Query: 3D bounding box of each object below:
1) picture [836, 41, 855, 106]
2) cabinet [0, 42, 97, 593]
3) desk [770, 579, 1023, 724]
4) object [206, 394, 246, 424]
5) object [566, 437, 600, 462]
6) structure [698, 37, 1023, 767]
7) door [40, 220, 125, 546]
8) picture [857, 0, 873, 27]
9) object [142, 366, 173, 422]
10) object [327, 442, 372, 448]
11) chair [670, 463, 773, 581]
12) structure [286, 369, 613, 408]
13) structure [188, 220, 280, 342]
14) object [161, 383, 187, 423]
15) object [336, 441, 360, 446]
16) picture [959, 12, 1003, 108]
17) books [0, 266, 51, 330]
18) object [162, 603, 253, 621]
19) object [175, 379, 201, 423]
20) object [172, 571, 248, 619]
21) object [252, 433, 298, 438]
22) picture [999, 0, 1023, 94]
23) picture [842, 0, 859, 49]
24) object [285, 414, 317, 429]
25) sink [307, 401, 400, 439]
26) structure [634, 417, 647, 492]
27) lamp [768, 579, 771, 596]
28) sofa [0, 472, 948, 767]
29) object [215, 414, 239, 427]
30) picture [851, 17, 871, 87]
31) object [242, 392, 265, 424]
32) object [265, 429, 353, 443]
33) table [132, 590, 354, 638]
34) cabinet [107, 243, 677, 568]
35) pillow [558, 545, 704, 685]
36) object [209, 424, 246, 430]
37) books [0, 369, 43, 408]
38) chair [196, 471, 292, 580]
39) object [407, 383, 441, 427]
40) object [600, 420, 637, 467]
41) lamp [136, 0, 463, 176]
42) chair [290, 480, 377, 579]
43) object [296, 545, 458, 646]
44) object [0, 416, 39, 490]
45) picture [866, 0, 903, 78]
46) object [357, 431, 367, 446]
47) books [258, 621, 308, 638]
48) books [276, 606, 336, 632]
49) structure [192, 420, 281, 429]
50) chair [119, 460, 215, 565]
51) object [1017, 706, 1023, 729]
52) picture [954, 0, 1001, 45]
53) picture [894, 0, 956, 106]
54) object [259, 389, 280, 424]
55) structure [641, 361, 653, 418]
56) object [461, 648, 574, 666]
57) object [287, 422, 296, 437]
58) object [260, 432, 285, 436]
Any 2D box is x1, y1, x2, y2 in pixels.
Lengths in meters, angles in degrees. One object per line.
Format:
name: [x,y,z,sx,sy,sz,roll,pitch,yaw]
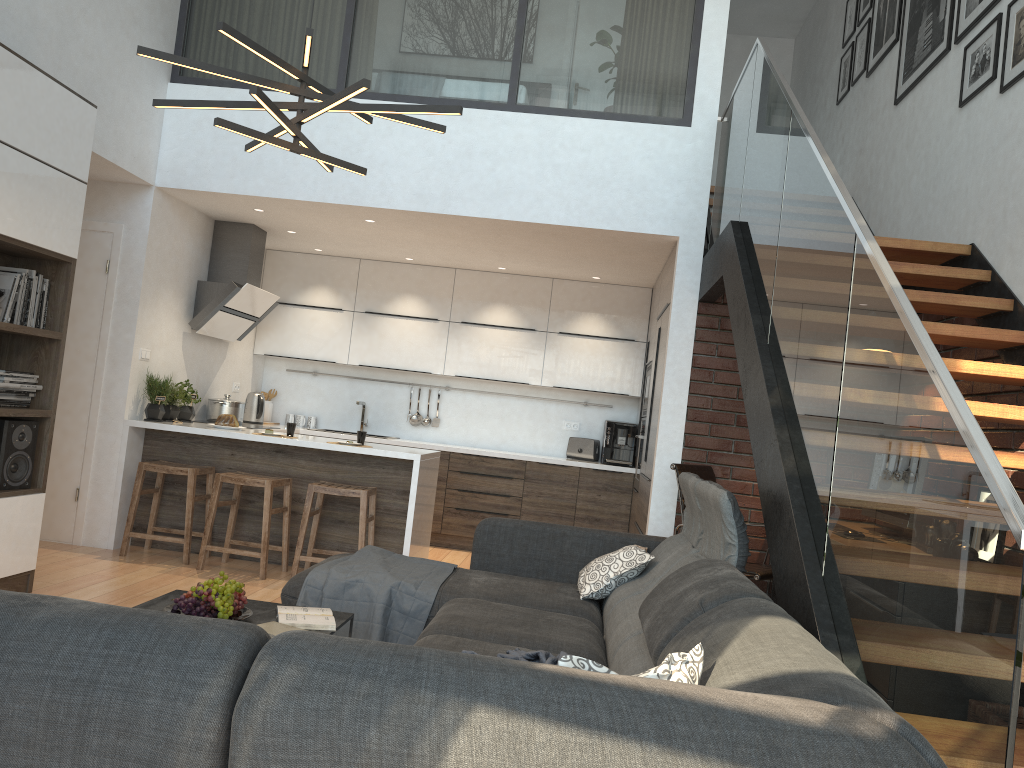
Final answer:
picture: [2.745,-2.551,7.296,0.025,0.410,0.333,6,-2,5]
cabinet: [-2.580,-0.303,2.512,0.338,2.494,4.036,6,-2,5]
desk: [1.778,1.145,4.324,0.610,0.750,2.182,6,-2,5]
object: [-2.265,0.192,7.026,0.315,0.223,0.288,9,-3,-44]
object: [0.629,0.574,7.817,0.260,0.195,0.177,5,-2,25]
structure: [1.638,-0.010,4.115,1.289,3.460,5.660,6,-2,5]
door: [-3.167,-0.050,5.865,0.974,2.136,0.085,6,-2,5]
picture: [2.768,-3.054,6.906,0.025,0.410,0.333,6,-2,5]
object: [-2.397,0.070,5.997,0.186,0.367,0.196,6,-2,5]
object: [-1.071,0.400,5.850,0.304,0.002,0.304,5,-3,37]
chair: [1.253,0.993,5.120,0.700,0.991,0.651,5,-3,39]
structure: [-0.588,0.039,8.041,3.000,0.045,0.050,6,-2,5]
structure: [-2.118,-0.841,6.932,0.407,0.998,0.898,6,-2,5]
object: [-2.382,0.123,6.212,0.221,0.283,0.211,6,-2,18]
object: [-1.070,0.390,5.808,0.176,0.014,0.176,6,-2,9]
picture: [2.417,-1.660,4.575,0.025,0.333,0.410,6,-2,5]
books: [-2.454,-0.428,4.330,0.201,0.287,0.332,6,-2,5]
object: [-1.041,0.789,3.037,0.295,0.026,0.295,7,-2,-2]
object: [-2.359,0.119,6.407,0.179,0.311,0.172,6,-2,16]
object: [-1.039,0.719,3.046,0.256,0.173,0.279,6,-2,2]
object: [-1.582,0.345,5.924,0.305,0.002,0.305,8,-2,-26]
picture: [2.374,-1.627,4.113,0.022,0.440,0.358,6,-2,5]
picture: [2.800,-3.036,7.316,0.025,0.410,0.333,6,-2,5]
object: [-1.926,0.338,8.093,0.297,0.105,0.112,6,-2,6]
sink: [-1.379,0.410,7.808,0.706,0.518,0.512,6,-2,5]
structure: [1.217,0.573,6.978,0.495,0.570,0.595,6,-2,5]
lamp: [1.962,0.560,4.963,0.462,2.003,1.054,7,-2,-11]
sofa: [-0.275,0.731,2.829,2.108,0.995,3.169,6,-2,5]
object: [-1.976,0.259,6.146,0.155,0.101,0.161,7,-2,1]
picture: [2.713,-2.572,6.887,0.025,0.410,0.333,6,-2,5]
object: [-2.202,0.203,7.573,0.179,0.270,0.220,7,-2,-8]
object: [-1.337,0.346,5.839,0.597,0.039,0.064,6,-2,1]
table: [-0.988,0.971,3.024,0.700,0.323,0.700,6,-2,5]
cabinet: [-0.674,0.133,6.867,3.495,2.401,2.401,6,-2,5]
pillow: [0.337,0.744,2.887,0.386,0.364,2.734,6,-2,9]
object: [-1.971,0.298,6.132,0.261,0.021,0.261,7,-2,-1]
books: [-2.488,0.016,4.286,0.224,0.176,0.374,6,-2,4]
chair: [-1.659,0.878,5.594,0.450,0.600,0.350,6,-2,10]
object: [-0.798,0.198,8.042,0.320,0.389,0.069,6,-2,6]
object: [0.923,0.510,7.646,0.274,0.378,0.532,6,-2,5]
lamp: [-0.558,-2.626,3.196,1.200,3.645,0.831,6,-2,15]
chair: [-1.104,0.943,5.626,0.450,0.600,0.350,6,-2,2]
object: [-0.551,0.944,3.861,0.548,0.369,0.685,6,-2,13]
object: [-2.496,0.333,4.328,0.244,0.331,0.214,6,-2,15]
picture: [2.688,-2.796,6.330,0.025,0.990,0.654,6,-2,5]
object: [-1.005,0.362,5.914,0.066,0.093,0.066,7,-2,-22]
books: [-0.777,0.811,2.846,0.179,0.029,0.225,5,-3,28]
books: [-0.739,0.831,3.168,0.199,0.025,0.294,7,-2,-16]
structure: [-2.163,0.313,6.875,0.550,0.006,0.609,6,-2,5]
chair: [-2.209,0.821,5.763,0.450,0.600,0.350,6,-2,5]
object: [1.787,1.311,3.032,0.330,0.323,0.330,6,-2,8]
picture: [2.467,-2.234,4.452,0.025,0.654,0.990,6,-2,5]
picture: [2.567,-2.360,5.473,0.025,0.990,0.871,6,-2,5]
object: [-2.236,0.193,8.002,0.221,0.316,0.330,6,-2,5]
structure: [1.292,0.078,6.996,0.459,0.430,0.595,6,-2,5]
object: [0.173,0.845,2.396,0.411,0.118,0.905,7,-2,-19]
object: [-1.493,0.310,5.986,0.066,0.093,0.066,5,-3,40]
object: [-1.597,0.333,5.888,0.176,0.014,0.176,7,-2,-5]
